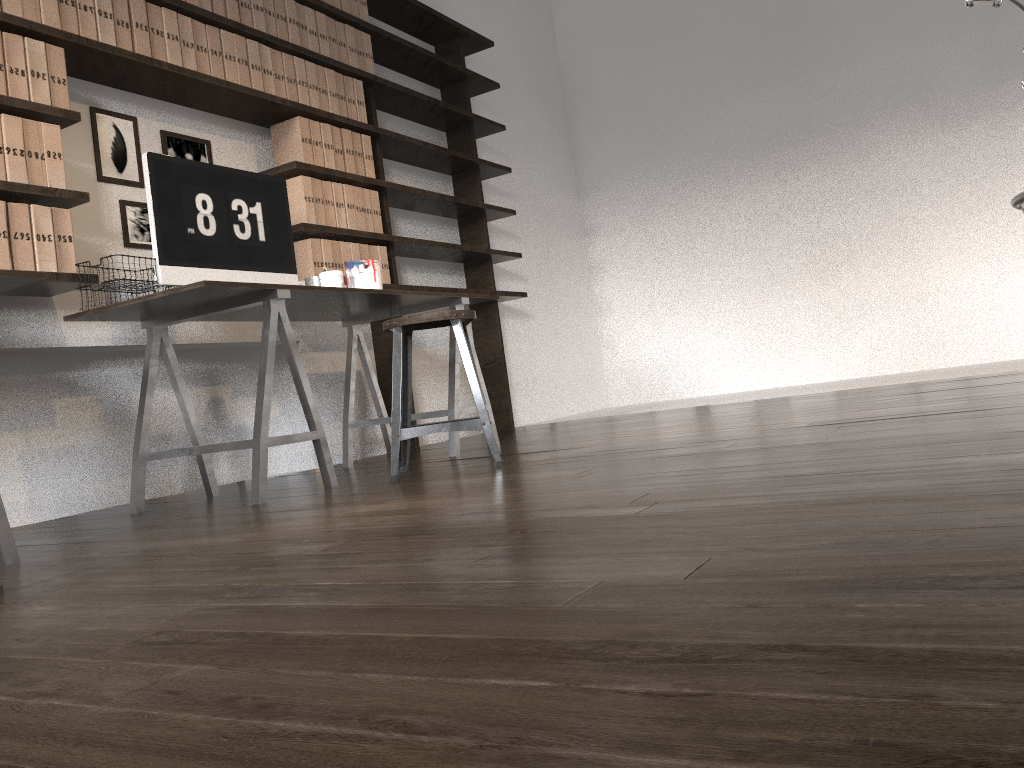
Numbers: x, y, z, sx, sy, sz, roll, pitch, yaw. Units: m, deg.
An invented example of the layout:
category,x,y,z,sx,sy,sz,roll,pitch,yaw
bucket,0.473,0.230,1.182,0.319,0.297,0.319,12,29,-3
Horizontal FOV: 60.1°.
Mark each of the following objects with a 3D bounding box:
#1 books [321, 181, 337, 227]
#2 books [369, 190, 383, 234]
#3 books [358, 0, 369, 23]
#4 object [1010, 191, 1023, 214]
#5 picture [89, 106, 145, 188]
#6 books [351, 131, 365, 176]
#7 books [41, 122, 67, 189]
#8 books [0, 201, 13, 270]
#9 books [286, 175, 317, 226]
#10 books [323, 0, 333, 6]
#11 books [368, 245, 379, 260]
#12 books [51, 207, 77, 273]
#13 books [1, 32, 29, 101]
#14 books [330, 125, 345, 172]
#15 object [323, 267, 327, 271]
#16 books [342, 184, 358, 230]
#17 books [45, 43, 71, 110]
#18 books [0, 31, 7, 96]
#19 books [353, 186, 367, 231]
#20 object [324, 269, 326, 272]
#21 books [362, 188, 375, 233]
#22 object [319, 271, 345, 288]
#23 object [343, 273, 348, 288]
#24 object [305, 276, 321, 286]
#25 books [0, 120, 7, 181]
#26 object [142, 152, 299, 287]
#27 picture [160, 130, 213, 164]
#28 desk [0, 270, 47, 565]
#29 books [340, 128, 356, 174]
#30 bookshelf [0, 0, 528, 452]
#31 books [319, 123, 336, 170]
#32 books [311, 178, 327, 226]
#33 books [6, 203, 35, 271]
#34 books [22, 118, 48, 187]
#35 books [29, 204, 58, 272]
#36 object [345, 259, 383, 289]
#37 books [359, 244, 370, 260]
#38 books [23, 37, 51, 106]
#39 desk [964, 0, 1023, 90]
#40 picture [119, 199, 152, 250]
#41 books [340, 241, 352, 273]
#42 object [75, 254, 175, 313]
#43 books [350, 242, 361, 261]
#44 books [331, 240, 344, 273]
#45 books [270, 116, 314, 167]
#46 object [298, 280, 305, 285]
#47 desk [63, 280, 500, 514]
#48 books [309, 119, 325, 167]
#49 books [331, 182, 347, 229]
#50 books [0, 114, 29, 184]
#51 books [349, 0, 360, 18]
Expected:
category,x,y,z,sx,sy,sz,roll,pitch,yaw
books,-0.903,-0.802,4.063,0.174,0.226,0.067,-9,-3,29
books,-0.733,-0.823,4.360,0.174,0.226,0.067,-9,-3,29
books,-0.827,-1.920,4.515,0.174,0.226,0.067,-9,-3,29
object,0.758,-0.049,0.934,0.354,0.379,0.351,-6,-3,-39
picture,-1.507,-0.897,3.375,0.022,0.285,0.201,-10,-3,29
books,-0.812,-1.091,4.305,0.174,0.226,0.067,-9,-3,29
books,-1.553,-0.722,2.906,0.174,0.226,0.067,-9,-3,29
books,-1.617,-0.434,2.706,0.174,0.226,0.067,-9,-3,29
books,-0.967,-0.794,3.938,0.174,0.226,0.067,-9,-3,29
books,-0.960,-1.903,4.272,0.174,0.226,0.067,-9,-3,29
books,-0.728,-0.544,4.290,0.174,0.226,0.067,-9,-3,29
books,-1.515,-0.447,2.897,0.174,0.226,0.067,-9,-3,29
books,-1.639,-0.988,2.840,0.174,0.226,0.067,-9,-3,29
books,-0.885,-1.082,4.175,0.174,0.226,0.067,-9,-3,29
object,-0.770,-0.401,3.759,0.045,0.205,0.007,-8,-3,10
books,-0.827,-0.812,4.183,0.174,0.226,0.067,-9,-3,29
books,-1.570,-0.997,2.964,0.174,0.226,0.067,-9,-3,29
books,-1.674,-0.984,2.778,0.174,0.226,0.067,-9,-3,29
books,-0.794,-0.816,4.241,0.174,0.226,0.067,-9,-3,29
object,-0.760,-0.403,3.750,0.055,0.181,0.007,-8,-3,11
books,-0.767,-0.819,4.298,0.174,0.226,0.067,-9,-3,29
object,-0.721,-0.378,3.569,0.095,0.145,0.094,-6,-3,-34
object,-0.711,-0.379,3.664,0.068,0.155,0.068,-8,-3,6
object,-0.797,-0.367,3.644,0.097,0.143,0.095,-5,-3,-43
books,-1.652,-0.709,2.736,0.174,0.226,0.067,-9,-3,29
object,-1.052,-0.525,3.207,0.203,0.519,0.644,-9,-2,30
picture,-1.344,-0.938,3.667,0.023,0.184,0.251,-10,-2,30
desk,-1.758,0.156,1.527,0.653,0.671,1.671,-9,-1,30
books,-0.844,-1.087,4.237,0.174,0.226,0.067,-9,-3,29
bookshelf,-2.323,-0.325,1.628,0.372,3.215,9.191,-10,-2,30
books,-0.916,-1.078,4.111,0.174,0.226,0.067,-9,-3,29
books,-0.936,-0.798,4.001,0.174,0.226,0.067,-9,-3,29
books,-1.585,-0.438,2.774,0.174,0.226,0.067,-9,-3,29
books,-1.585,-0.718,2.852,0.174,0.226,0.067,-9,-3,29
books,-1.546,-0.443,2.833,0.174,0.226,0.067,-9,-3,29
object,-0.615,-0.412,3.704,0.145,0.197,0.143,-8,-2,2
books,-0.761,-0.540,4.228,0.174,0.226,0.067,-9,-3,29
books,-1.601,-0.993,2.900,0.174,0.226,0.067,-9,-3,29
desk,1.469,-0.649,1.765,1.072,1.390,2.072,-9,-2,30
picture,-1.413,-0.613,3.452,0.023,0.184,0.251,-10,-2,30
books,-0.826,-0.532,4.108,0.174,0.226,0.067,-9,-3,29
object,-1.256,-0.321,2.914,0.203,0.161,0.284,-8,-1,22
books,-0.792,-0.536,4.165,0.174,0.226,0.067,-9,-3,29
books,-0.859,-0.528,4.054,0.174,0.226,0.067,-9,-3,29
books,-0.989,-1.069,3.989,0.174,0.226,0.067,-9,-3,29
object,-0.860,-0.358,3.724,0.095,0.145,0.094,-5,-3,-43
desk,-0.704,0.025,3.390,0.653,0.671,1.671,-9,-1,30
books,-0.955,-1.073,4.051,0.174,0.226,0.067,-9,-3,29
books,-0.865,-0.807,4.122,0.174,0.226,0.067,-9,-3,29
books,-1.614,-0.714,2.791,0.174,0.226,0.067,-9,-3,29
books,-0.864,-1.915,4.457,0.174,0.226,0.067,-9,-3,29
